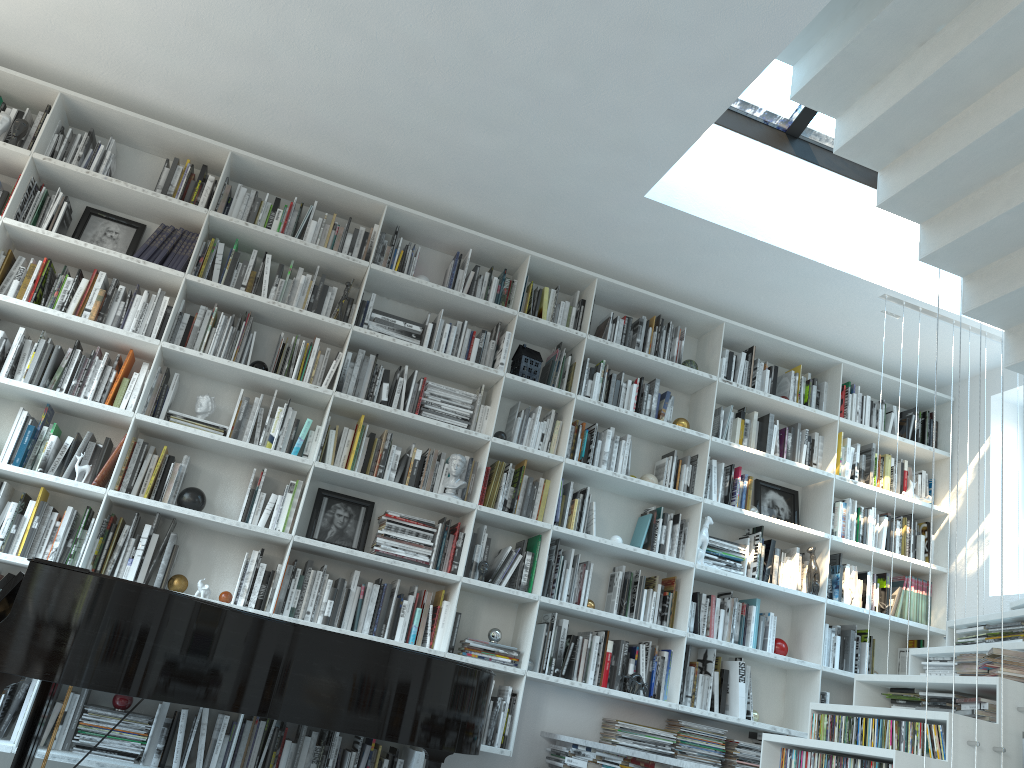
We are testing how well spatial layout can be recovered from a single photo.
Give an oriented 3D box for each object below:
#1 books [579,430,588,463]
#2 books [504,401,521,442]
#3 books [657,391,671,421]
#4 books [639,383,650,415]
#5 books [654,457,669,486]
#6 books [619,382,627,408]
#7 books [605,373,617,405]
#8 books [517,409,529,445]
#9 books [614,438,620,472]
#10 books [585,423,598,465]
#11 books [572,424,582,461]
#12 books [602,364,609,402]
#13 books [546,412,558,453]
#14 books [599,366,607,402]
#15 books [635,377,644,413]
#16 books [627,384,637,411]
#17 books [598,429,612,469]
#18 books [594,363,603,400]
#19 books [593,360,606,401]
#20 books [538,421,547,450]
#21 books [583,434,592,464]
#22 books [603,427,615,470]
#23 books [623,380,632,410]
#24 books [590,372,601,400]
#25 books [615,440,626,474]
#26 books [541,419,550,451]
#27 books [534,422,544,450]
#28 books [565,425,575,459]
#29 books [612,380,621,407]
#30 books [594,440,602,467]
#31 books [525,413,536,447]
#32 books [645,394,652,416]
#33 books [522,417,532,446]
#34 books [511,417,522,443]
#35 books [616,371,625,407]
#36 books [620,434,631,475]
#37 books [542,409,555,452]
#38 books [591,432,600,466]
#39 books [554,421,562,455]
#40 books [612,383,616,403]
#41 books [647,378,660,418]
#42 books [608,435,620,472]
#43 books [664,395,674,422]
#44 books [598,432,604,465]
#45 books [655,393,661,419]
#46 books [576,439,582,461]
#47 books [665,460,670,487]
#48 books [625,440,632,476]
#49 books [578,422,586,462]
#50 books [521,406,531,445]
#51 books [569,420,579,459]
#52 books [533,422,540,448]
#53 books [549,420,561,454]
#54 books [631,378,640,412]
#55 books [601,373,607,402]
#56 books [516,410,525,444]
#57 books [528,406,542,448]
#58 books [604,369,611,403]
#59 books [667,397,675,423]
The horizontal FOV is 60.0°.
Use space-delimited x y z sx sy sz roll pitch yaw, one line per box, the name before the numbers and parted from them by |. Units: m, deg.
books | 0.375 0.386 4.984 0.013 0.235 0.158 17 -21 -14
books | -0.013 0.246 4.898 0.019 0.284 0.160 17 -21 -14
books | 0.855 0.170 5.199 0.054 0.234 0.172 17 -21 -14
books | 0.734 0.134 5.174 0.030 0.237 0.186 17 -21 -14
books | 0.851 0.543 5.114 0.015 0.219 0.140 17 -21 -14
books | 0.610 0.113 5.155 0.025 0.215 0.144 17 -21 -14
books | 0.543 0.073 5.124 0.027 0.240 0.160 17 -21 -14
books | 0.031 0.275 4.898 0.028 0.249 0.165 17 -21 -14
books | 0.559 0.434 5.045 0.024 0.261 0.134 17 -21 -14
books | 0.422 0.372 4.985 0.014 0.279 0.178 17 -21 -14
books | 0.334 0.364 4.966 0.014 0.247 0.177 17 -21 -14
books | 0.509 0.043 5.141 0.021 0.295 0.139 17 -21 -14
books | 0.190 0.308 4.938 0.025 0.276 0.173 17 -21 -14
books | 0.488 0.044 5.116 0.010 0.267 0.166 17 -21 -14
books | 0.713 0.111 5.193 0.012 0.284 0.160 17 -21 -14
books | 0.660 0.121 5.140 0.021 0.208 0.181 17 -21 -14
books | 0.496 0.402 4.998 0.030 0.262 0.182 17 -21 -14
books | 0.464 0.032 5.119 0.011 0.282 0.173 17 -21 -14
books | 0.480 0.023 5.120 0.014 0.305 0.153 17 -21 -14
books | 0.137 0.322 4.908 0.029 0.210 0.158 17 -21 -14
books | 0.391 0.401 4.987 0.026 0.215 0.162 17 -21 -14
books | 0.517 0.402 5.034 0.027 0.294 0.160 17 -21 -14
books | 0.638 0.107 5.153 0.023 0.236 0.149 17 -21 -14
books | 0.445 0.057 5.086 0.026 0.207 0.181 17 -21 -14
books | 0.582 0.450 5.032 0.021 0.231 0.183 17 -21 -14
books | 0.155 0.319 4.923 0.024 0.233 0.150 17 -21 -14
books | 0.117 0.322 4.900 0.027 0.196 0.185 17 -21 -14
books | 0.294 0.362 4.975 0.030 0.241 0.138 17 -21 -14
books | 0.573 0.100 5.152 0.028 0.222 0.142 17 -21 -14
books | 0.447 0.427 4.993 0.025 0.193 0.171 17 -21 -14
books | 0.070 0.292 4.901 0.023 0.235 0.179 17 -21 -14
books | 0.754 0.169 5.175 0.027 0.181 0.176 17 -21 -14
books | 0.051 0.302 4.897 0.023 0.206 0.171 17 -21 -14
books | -0.004 0.290 4.864 0.028 0.185 0.182 17 -21 -14
books | 0.599 0.077 5.164 0.013 0.283 0.155 17 -21 -14
books | 0.611 0.434 5.034 0.024 0.271 0.170 17 -21 -14
books | 0.176 0.297 4.939 0.028 0.292 0.155 17 -21 -14
books | 0.433 0.398 4.987 0.022 0.236 0.165 17 -21 -14
books | 0.219 0.336 4.939 0.026 0.237 0.173 17 -21 -14
books | 0.554 0.097 5.142 0.014 0.214 0.132 17 -21 -14
books | 0.794 0.126 5.188 0.029 0.284 0.184 17 -21 -14
books | 0.541 0.429 5.018 0.025 0.244 0.184 17 -21 -14
books | 0.871 0.188 5.209 0.048 0.215 0.183 17 -21 -14
books | 0.468 0.406 5.014 0.011 0.256 0.131 17 -21 -14
books | 0.810 0.172 5.196 0.030 0.212 0.157 17 -21 -14
books | 0.340 0.404 4.969 0.021 0.178 0.137 17 -21 -14
books | 0.861 0.552 5.111 0.005 0.204 0.154 17 -21 -14
books | 0.637 0.461 5.061 0.034 0.253 0.161 17 -21 -14
books | 0.361 0.366 5.007 0.014 0.283 0.136 17 -21 -14
books | 0.047 0.268 4.907 0.019 0.274 0.146 17 -21 -14
books | 0.319 0.351 4.983 0.014 0.277 0.154 17 -21 -14
books | 0.100 0.317 4.892 0.024 0.194 0.173 17 -21 -14
books | 0.206 0.330 4.919 0.028 0.229 0.177 17 -21 -14
books | 0.686 0.108 5.171 0.012 0.263 0.157 17 -21 -14
books | 0.492 0.065 5.121 0.012 0.235 0.166 17 -21 -14
books | 0.013 0.275 4.898 0.024 0.241 0.160 17 -21 -14
books | 0.096 0.272 4.892 0.028 0.274 0.187 17 -21 -14
books | 0.521 0.058 5.147 0.013 0.275 0.133 17 -21 -14
books | 0.901 0.197 5.237 0.026 0.228 0.141 17 -21 -14
